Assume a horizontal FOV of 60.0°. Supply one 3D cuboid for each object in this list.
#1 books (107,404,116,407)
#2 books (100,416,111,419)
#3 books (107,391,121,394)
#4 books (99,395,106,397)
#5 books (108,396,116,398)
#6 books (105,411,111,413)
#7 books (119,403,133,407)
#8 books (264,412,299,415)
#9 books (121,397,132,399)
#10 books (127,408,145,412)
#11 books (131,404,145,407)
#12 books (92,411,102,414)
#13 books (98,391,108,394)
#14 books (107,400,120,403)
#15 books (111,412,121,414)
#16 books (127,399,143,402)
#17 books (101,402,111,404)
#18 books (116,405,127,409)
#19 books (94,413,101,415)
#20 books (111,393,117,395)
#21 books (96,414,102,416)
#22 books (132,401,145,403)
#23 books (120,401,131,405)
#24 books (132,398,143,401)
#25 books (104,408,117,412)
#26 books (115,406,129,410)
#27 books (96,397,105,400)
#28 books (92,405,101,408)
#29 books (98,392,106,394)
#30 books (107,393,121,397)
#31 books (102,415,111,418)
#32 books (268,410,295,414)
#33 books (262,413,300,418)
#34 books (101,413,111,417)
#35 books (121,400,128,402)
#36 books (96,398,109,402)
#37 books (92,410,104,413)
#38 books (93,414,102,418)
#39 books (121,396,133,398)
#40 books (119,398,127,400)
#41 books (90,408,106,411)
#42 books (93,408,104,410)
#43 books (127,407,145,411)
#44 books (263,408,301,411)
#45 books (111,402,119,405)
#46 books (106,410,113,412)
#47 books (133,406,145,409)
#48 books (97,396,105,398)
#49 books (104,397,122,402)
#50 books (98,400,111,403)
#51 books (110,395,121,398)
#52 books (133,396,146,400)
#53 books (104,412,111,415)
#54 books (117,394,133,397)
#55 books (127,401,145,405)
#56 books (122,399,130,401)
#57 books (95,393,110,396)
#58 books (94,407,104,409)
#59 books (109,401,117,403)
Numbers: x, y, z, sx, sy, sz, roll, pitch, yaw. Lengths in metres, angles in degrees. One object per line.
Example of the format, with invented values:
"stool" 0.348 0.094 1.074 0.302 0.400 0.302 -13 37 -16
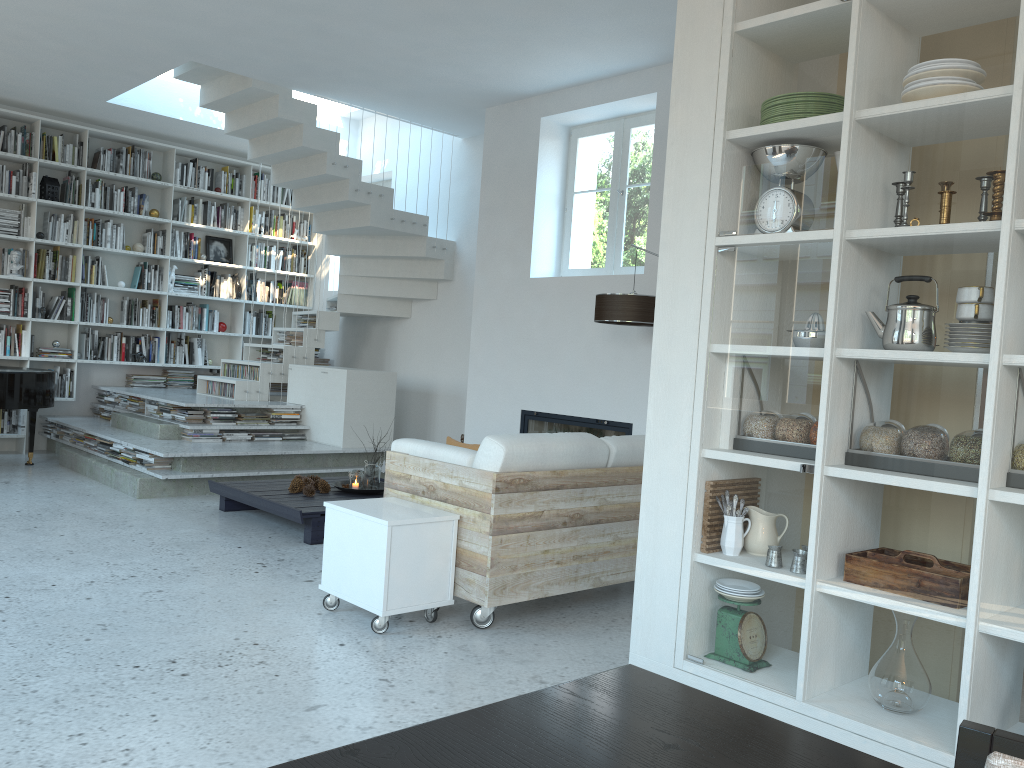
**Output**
"books" -3.845 0.211 8.701 0.173 0.017 0.233 2 2 -44
"books" -3.898 0.331 8.682 0.187 0.009 0.260 3 2 -40
"books" -3.840 0.081 8.692 0.193 0.020 0.171 5 2 42
"books" -4.029 0.129 8.920 0.145 0.008 0.297 2 2 -44
"books" -3.840 0.132 8.697 0.171 0.007 0.206 3 2 -41
"books" -3.877 0.279 8.697 0.200 0.018 0.137 5 2 43
"books" -3.638 0.204 8.476 0.164 0.023 0.242 3 2 -39
"books" -2.077 0.265 7.990 0.261 0.012 0.179 3 2 -39
"books" -3.626 0.136 8.481 0.160 0.010 0.179 3 2 -43
"books" -3.451 0.242 8.261 0.182 0.011 0.253 3 2 -39
"books" -3.436 0.198 8.270 0.159 0.018 0.202 2 2 -45
"books" -4.097 0.287 8.919 0.170 0.012 0.215 3 2 -43
"books" -4.034 0.085 8.911 0.246 0.011 0.159 5 2 44
"books" -3.841 0.169 8.700 0.163 0.008 0.294 2 2 -45
"books" -3.681 0.287 8.456 0.249 0.017 0.181 5 2 44
"books" -3.442 0.155 8.260 0.187 0.009 0.260 2 2 -44
"books" -4.030 0.194 8.925 0.181 0.014 0.134 5 2 44
"books" -3.645 0.221 8.471 0.190 0.012 0.235 2 2 -45
"books" -4.090 0.300 8.927 0.147 0.014 0.292 3 2 -43
"books" -3.833 0.095 8.701 0.159 0.007 0.285 2 2 -44
"books" -4.098 0.309 8.921 0.144 0.005 0.257 3 2 -38
"books" -3.438 0.166 8.265 0.161 0.012 0.254 3 2 -39
"books" -3.628 0.184 8.483 0.154 0.018 0.220 2 2 -44
"books" -3.422 0.145 8.278 0.128 0.013 0.296 2 2 -45
"books" -3.877 0.254 8.694 0.149 0.014 0.228 2 2 -45
"books" -3.643 0.233 8.475 0.183 0.012 0.296 2 2 -44
"books" -4.041 0.146 8.910 0.179 0.012 0.261 3 2 -43
"books" -4.098 0.229 8.913 0.174 0.009 0.239 3 2 -41
"books" -4.034 0.094 8.911 0.167 0.008 0.234 2 2 -44
"books" -3.835 0.107 8.700 0.163 0.018 0.289 2 2 -44
"books" -3.885 0.320 8.694 0.160 0.014 0.267 2 2 -44
"books" -2.081 0.247 7.995 0.192 0.024 0.167 3 2 -38
"books" -2.084 0.286 7.997 0.284 0.030 0.177 3 2 -42
"books" -3.893 0.304 8.685 0.182 0.017 0.180 5 2 44
"books" -3.624 0.168 8.485 0.150 0.013 0.215 3 2 -43
"books" -4.045 0.161 8.908 0.175 0.017 0.265 3 2 -40
"books" -4.094 0.275 8.921 0.159 0.012 0.278 2 2 -44
"books" -4.099 0.321 8.922 0.163 0.019 0.187 2 2 -44
"books" -3.625 0.124 8.480 0.149 0.013 0.220 3 2 -40
"books" -3.630 0.144 8.477 0.167 0.008 0.234 2 2 -44
"books" -4.103 0.260 8.912 0.184 0.006 0.262 3 2 -42
"books" -4.097 0.253 8.917 0.159 0.009 0.210 3 2 -39
"books" -3.445 0.230 8.265 0.178 0.014 0.247 2 2 -45
"books" -2.072 0.229 7.986 0.181 0.013 0.285 5 2 42
"books" -3.830 0.193 8.713 0.131 0.021 0.240 3 2 -41
"books" -3.880 0.265 8.693 0.144 0.009 0.249 3 2 -39
"books" -3.428 0.215 8.279 0.138 0.017 0.237 2 2 -44
"books" -4.035 0.136 8.915 0.156 0.009 0.287 2 2 -45
"books" -3.850 0.150 8.690 0.237 0.030 0.189 5 2 44
"books" -4.040 0.178 8.915 0.163 0.017 0.232 3 2 -41
"books" -3.835 0.122 8.701 0.143 0.012 0.263 3 2 -38
"books" -3.429 0.124 8.269 0.139 0.028 0.261 3 2 -38
"books" -3.882 0.292 8.694 0.159 0.009 0.228 3 2 -42
"books" -3.633 0.110 8.471 0.243 0.015 0.165 5 2 42
"books" -3.441 0.180 8.264 0.179 0.017 0.292 3 2 -42
"books" -3.625 0.155 8.483 0.144 0.013 0.220 3 2 -40
"books" -4.043 0.105 8.904 0.252 0.015 0.171 5 2 42
"books" -4.094 0.241 8.917 0.152 0.015 0.207 3 2 -38
"books" -3.839 0.178 8.703 0.259 0.009 0.152 5 2 44
